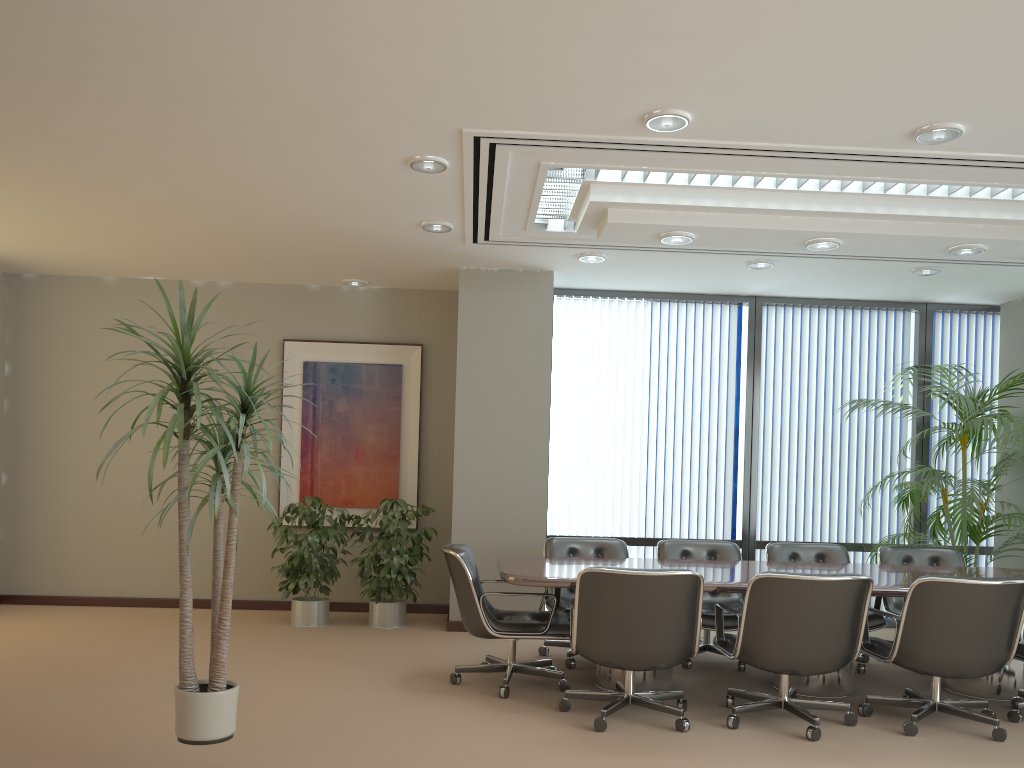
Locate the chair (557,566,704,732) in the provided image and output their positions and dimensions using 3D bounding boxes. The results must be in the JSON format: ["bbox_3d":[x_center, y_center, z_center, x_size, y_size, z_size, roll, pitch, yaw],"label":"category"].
[{"bbox_3d":[0.639,1.398,4.813,0.753,0.857,0.860,2,-3,1],"label":"chair"}]

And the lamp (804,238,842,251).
[{"bbox_3d":[1.989,-0.887,5.640,0.225,0.035,0.226,-1,-6,22],"label":"lamp"}]

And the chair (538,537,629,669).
[{"bbox_3d":[0.596,1.566,6.402,0.759,0.857,0.855,2,-3,-8],"label":"chair"}]

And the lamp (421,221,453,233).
[{"bbox_3d":[-0.524,-1.092,6.159,0.225,0.035,0.226,0,-6,15],"label":"lamp"}]

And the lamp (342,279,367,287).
[{"bbox_3d":[-1.435,-0.917,8.047,0.225,0.035,0.226,1,-6,8],"label":"lamp"}]

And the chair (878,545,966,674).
[{"bbox_3d":[3.139,1.652,6.518,0.758,0.857,0.856,2,-3,2],"label":"chair"}]

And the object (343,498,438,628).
[{"bbox_3d":[-1.058,1.530,7.612,0.735,1.091,0.801,1,-2,29],"label":"object"}]

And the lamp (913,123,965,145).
[{"bbox_3d":[2.081,-1.214,4.301,0.225,0.035,0.226,-1,-6,22],"label":"lamp"}]

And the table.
[{"bbox_3d":[1.932,1.578,5.655,4.068,0.748,1.514,2,-5,-3],"label":"table"}]

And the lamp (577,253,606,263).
[{"bbox_3d":[0.623,-0.981,6.884,0.225,0.035,0.226,0,-6,15],"label":"lamp"}]

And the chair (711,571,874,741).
[{"bbox_3d":[1.520,1.423,4.809,0.759,0.857,0.856,2,-3,-3],"label":"chair"}]

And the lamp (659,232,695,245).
[{"bbox_3d":[1.046,-0.919,5.596,0.225,0.035,0.226,0,-6,15],"label":"lamp"}]

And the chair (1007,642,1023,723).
[{"bbox_3d":[3.189,1.484,4.927,0.735,0.857,0.855,2,-3,-8],"label":"chair"}]

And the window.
[{"bbox_3d":[4.231,0.645,7.014,7.378,2.905,3.544,-3,-6,43],"label":"window"}]

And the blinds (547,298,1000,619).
[{"bbox_3d":[2.811,0.731,8.282,4.893,2.907,0.031,2,0,-3],"label":"blinds"}]

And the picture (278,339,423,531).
[{"bbox_3d":[-1.501,0.479,8.219,1.296,1.744,0.058,2,0,-3],"label":"picture"}]

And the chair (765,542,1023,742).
[{"bbox_3d":[2.329,1.539,5.685,0.758,0.854,2.540,2,-5,-3],"label":"chair"}]

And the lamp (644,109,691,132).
[{"bbox_3d":[0.746,-1.259,4.239,0.225,0.035,0.226,3,-6,-13],"label":"lamp"}]

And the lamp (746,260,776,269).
[{"bbox_3d":[1.958,-0.936,6.946,0.225,0.035,0.226,-1,-6,22],"label":"lamp"}]

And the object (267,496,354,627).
[{"bbox_3d":[-1.688,1.502,7.518,0.737,1.091,0.799,2,-2,-21],"label":"object"}]

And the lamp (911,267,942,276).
[{"bbox_3d":[3.293,-0.891,7.008,0.225,0.035,0.226,-1,-6,22],"label":"lamp"}]

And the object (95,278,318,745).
[{"bbox_3d":[-1.263,0.533,3.595,0.818,1.830,0.806,2,-1,-27],"label":"object"}]

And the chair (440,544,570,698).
[{"bbox_3d":[-0.035,1.455,5.532,0.852,0.857,0.761,2,-3,-3],"label":"chair"}]

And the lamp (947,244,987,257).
[{"bbox_3d":[2.932,-0.855,5.684,0.225,0.035,0.226,-1,-6,22],"label":"lamp"}]

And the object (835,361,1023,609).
[{"bbox_3d":[3.843,0.954,7.431,2.165,2.475,2.097,1,-3,18],"label":"object"}]

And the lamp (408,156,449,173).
[{"bbox_3d":[-0.467,-1.221,4.931,0.225,0.035,0.226,2,-6,1],"label":"lamp"}]

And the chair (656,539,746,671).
[{"bbox_3d":[1.443,1.599,6.482,0.759,0.857,0.856,2,-3,-3],"label":"chair"}]
